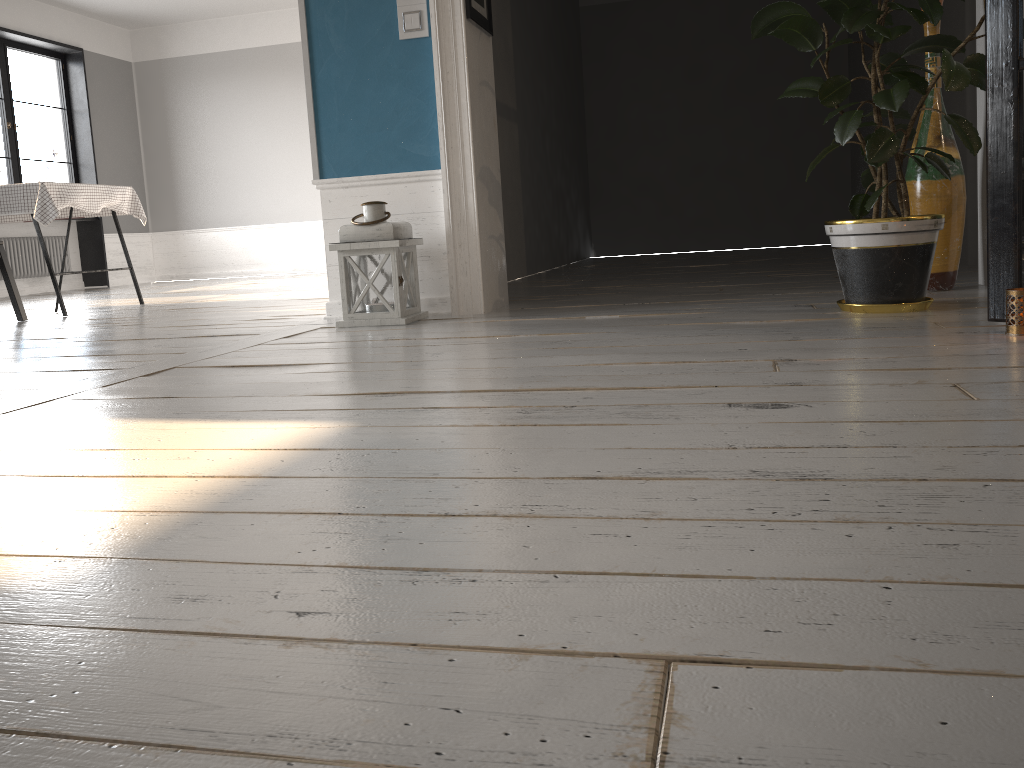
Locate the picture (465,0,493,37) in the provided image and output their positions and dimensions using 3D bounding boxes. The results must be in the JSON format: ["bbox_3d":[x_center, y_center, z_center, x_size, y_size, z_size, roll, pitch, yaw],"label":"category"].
[{"bbox_3d":[0.781,-1.874,3.414,1.944,0.747,0.362,-1,7,14],"label":"picture"}]

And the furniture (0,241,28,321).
[{"bbox_3d":[-3.626,-0.526,4.979,1.668,0.452,0.470,-1,8,14],"label":"furniture"}]

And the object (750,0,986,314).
[{"bbox_3d":[0.919,-0.841,1.213,1.010,1.779,3.933,-2,9,13],"label":"object"}]

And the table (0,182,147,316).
[{"bbox_3d":[-3.481,-0.831,5.730,2.024,0.778,0.940,-1,8,14],"label":"table"}]

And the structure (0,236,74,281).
[{"bbox_3d":[-5.021,-1.308,9.151,0.148,0.424,1.234,-2,9,12],"label":"structure"}]

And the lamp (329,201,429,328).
[{"bbox_3d":[-0.527,-0.482,3.498,0.286,0.474,0.289,-2,7,13],"label":"lamp"}]

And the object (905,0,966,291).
[{"bbox_3d":[1.591,-0.913,3.338,0.215,1.115,0.217,-3,6,8],"label":"object"}]

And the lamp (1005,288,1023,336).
[{"bbox_3d":[1.246,-0.175,2.150,0.084,0.109,0.085,-5,7,-10],"label":"lamp"}]

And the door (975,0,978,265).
[{"bbox_3d":[2.321,-1.666,3.979,0.178,2.289,1.046,-2,7,14],"label":"door"}]
